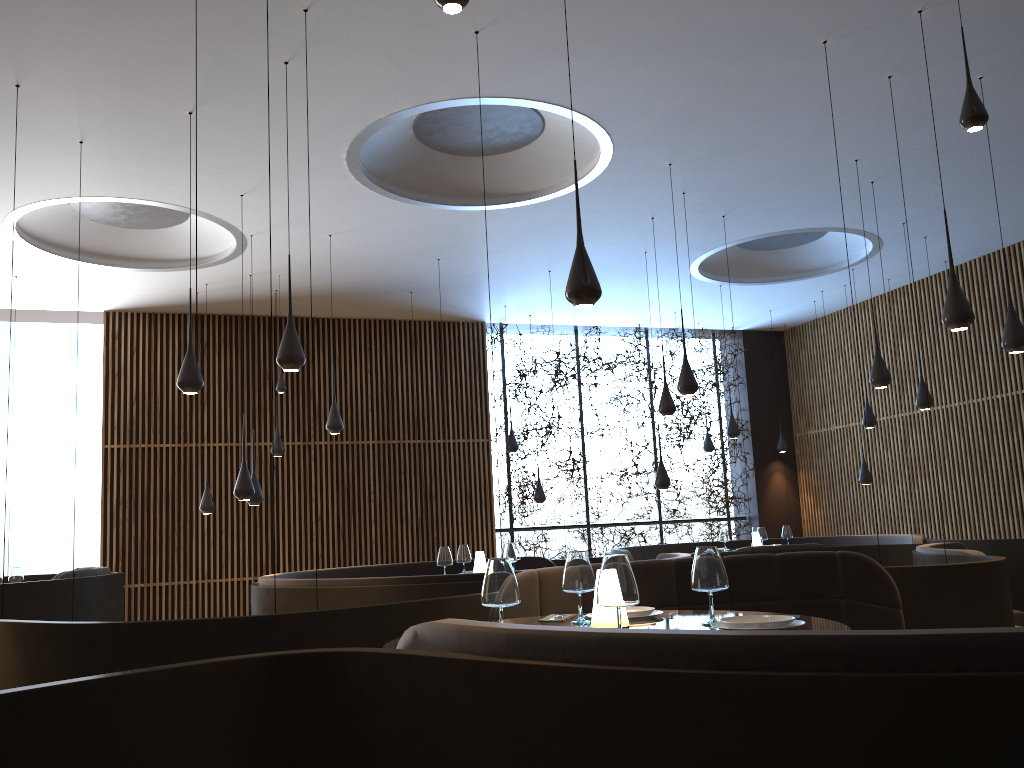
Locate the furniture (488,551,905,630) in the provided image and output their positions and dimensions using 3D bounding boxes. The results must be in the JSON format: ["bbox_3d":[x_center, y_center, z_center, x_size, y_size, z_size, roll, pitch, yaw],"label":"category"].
[{"bbox_3d":[1.101,1.523,4.975,2.531,1.056,0.935,-1,-9,-13],"label":"furniture"}]

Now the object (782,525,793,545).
[{"bbox_3d":[3.664,2.033,11.799,0.142,0.294,0.142,-7,-9,24],"label":"object"}]

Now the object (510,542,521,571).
[{"bbox_3d":[0.014,1.649,8.398,0.142,0.294,0.142,-3,-8,2],"label":"object"}]

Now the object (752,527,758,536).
[{"bbox_3d":[3.357,2.108,12.154,0.142,0.294,0.142,0,-9,-19],"label":"object"}]

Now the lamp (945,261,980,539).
[{"bbox_3d":[6.121,1.410,11.753,0.196,6.253,0.196,-4,-8,6],"label":"lamp"}]

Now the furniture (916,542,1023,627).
[{"bbox_3d":[3.830,1.837,7.204,0.901,1.043,2.538,-7,-10,22],"label":"furniture"}]

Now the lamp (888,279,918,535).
[{"bbox_3d":[5.669,1.565,12.538,0.196,6.253,0.196,-2,-8,-4],"label":"lamp"}]

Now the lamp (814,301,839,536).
[{"bbox_3d":[4.955,1.781,13.611,0.196,6.253,0.196,2,-10,-34],"label":"lamp"}]

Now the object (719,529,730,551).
[{"bbox_3d":[2.836,2.078,11.819,0.142,0.294,0.142,1,-9,-24],"label":"object"}]

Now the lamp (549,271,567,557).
[{"bbox_3d":[0.656,1.607,11.259,0.196,6.253,0.196,-7,-9,26],"label":"lamp"}]

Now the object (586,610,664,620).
[{"bbox_3d":[0.485,0.995,3.816,0.332,0.014,0.333,-6,-10,15],"label":"object"}]

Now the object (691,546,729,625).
[{"bbox_3d":[0.762,0.775,3.416,0.142,0.294,0.142,-7,-9,27],"label":"object"}]

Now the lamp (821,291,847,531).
[{"bbox_3d":[4.862,1.684,13.005,0.196,6.253,0.196,-2,-8,-4],"label":"lamp"}]

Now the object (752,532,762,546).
[{"bbox_3d":[3.256,2.087,11.811,0.144,0.231,0.143,4,-11,-38],"label":"object"}]

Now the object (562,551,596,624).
[{"bbox_3d":[0.280,0.850,3.711,0.142,0.294,0.142,0,-9,-19],"label":"object"}]

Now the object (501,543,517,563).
[{"bbox_3d":[-0.028,1.552,7.806,0.142,0.294,0.142,-10,-11,41],"label":"object"}]

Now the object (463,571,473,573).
[{"bbox_3d":[-0.352,1.835,8.628,0.263,0.029,0.263,-10,-12,37],"label":"object"}]

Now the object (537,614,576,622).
[{"bbox_3d":[0.200,1.033,3.911,0.126,0.017,0.263,-5,-10,15],"label":"object"}]

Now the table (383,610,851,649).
[{"bbox_3d":[0.391,1.426,3.213,1.673,1.020,1.678,-5,-9,15],"label":"table"}]

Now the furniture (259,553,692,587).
[{"bbox_3d":[-0.319,2.205,8.043,3.794,1.114,3.891,6,-13,-43],"label":"furniture"}]

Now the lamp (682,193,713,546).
[{"bbox_3d":[1.936,1.118,8.735,0.196,6.253,0.196,-5,-8,16],"label":"lamp"}]

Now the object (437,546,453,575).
[{"bbox_3d":[-0.595,1.586,7.836,0.142,0.294,0.142,-8,-10,32],"label":"object"}]

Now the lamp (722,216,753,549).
[{"bbox_3d":[2.529,1.214,9.490,0.196,6.253,0.196,-5,-8,16],"label":"lamp"}]

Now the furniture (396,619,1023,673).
[{"bbox_3d":[1.786,1.143,2.701,3.934,1.043,1.988,1,-10,-22],"label":"furniture"}]

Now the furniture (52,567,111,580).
[{"bbox_3d":[-4.620,2.441,9.094,0.931,1.056,2.541,1,-10,-23],"label":"furniture"}]

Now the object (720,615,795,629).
[{"bbox_3d":[0.886,0.862,3.200,0.263,0.029,0.264,4,-11,-34],"label":"object"}]

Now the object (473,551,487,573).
[{"bbox_3d":[-0.290,1.649,8.121,0.144,0.231,0.143,-2,-8,-3],"label":"object"}]

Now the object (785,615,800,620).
[{"bbox_3d":[0.994,0.920,3.479,0.262,0.017,0.127,-6,-10,17],"label":"object"}]

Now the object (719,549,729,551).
[{"bbox_3d":[2.785,2.254,12.023,0.332,0.014,0.333,1,-10,-21],"label":"object"}]

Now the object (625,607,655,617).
[{"bbox_3d":[0.484,0.986,3.817,0.263,0.029,0.264,-6,-10,18],"label":"object"}]

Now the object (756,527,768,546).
[{"bbox_3d":[3.216,1.989,11.403,0.142,0.294,0.142,1,-9,-26],"label":"object"}]

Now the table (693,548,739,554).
[{"bbox_3d":[3.288,2.705,11.724,1.675,1.020,1.676,-9,-11,31],"label":"table"}]

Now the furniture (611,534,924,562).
[{"bbox_3d":[3.285,2.573,11.482,3.795,1.043,3.894,6,-13,-42],"label":"furniture"}]

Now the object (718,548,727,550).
[{"bbox_3d":[2.784,2.244,12.024,0.263,0.029,0.264,-6,-10,17],"label":"object"}]

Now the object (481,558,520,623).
[{"bbox_3d":[-0.041,0.782,3.209,0.142,0.294,0.142,-8,-10,30],"label":"object"}]

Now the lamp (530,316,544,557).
[{"bbox_3d":[0.447,2.012,13.608,0.196,6.253,0.196,-4,-8,6],"label":"lamp"}]

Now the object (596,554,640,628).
[{"bbox_3d":[0.353,0.719,2.952,0.142,0.294,0.142,-3,-8,-1],"label":"object"}]

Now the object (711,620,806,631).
[{"bbox_3d":[0.887,0.871,3.199,0.332,0.014,0.332,-10,-12,36],"label":"object"}]

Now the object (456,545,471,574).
[{"bbox_3d":[-0.458,1.680,8.436,0.142,0.294,0.142,-9,-10,37],"label":"object"}]

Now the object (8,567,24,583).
[{"bbox_3d":[-4.994,1.995,8.928,0.142,0.294,0.142,-10,-11,38],"label":"object"}]

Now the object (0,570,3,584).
[{"bbox_3d":[-4.885,1.897,8.376,0.142,0.294,0.142,-1,-9,-16],"label":"object"}]

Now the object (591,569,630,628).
[{"bbox_3d":[0.359,0.808,3.301,0.142,0.231,0.145,5,-12,-44],"label":"object"}]

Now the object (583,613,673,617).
[{"bbox_3d":[0.490,0.996,3.815,0.411,0.012,0.205,-5,-10,11],"label":"object"}]

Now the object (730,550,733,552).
[{"bbox_3d":[2.995,2.126,11.320,0.411,0.012,0.205,-8,-11,27],"label":"object"}]
